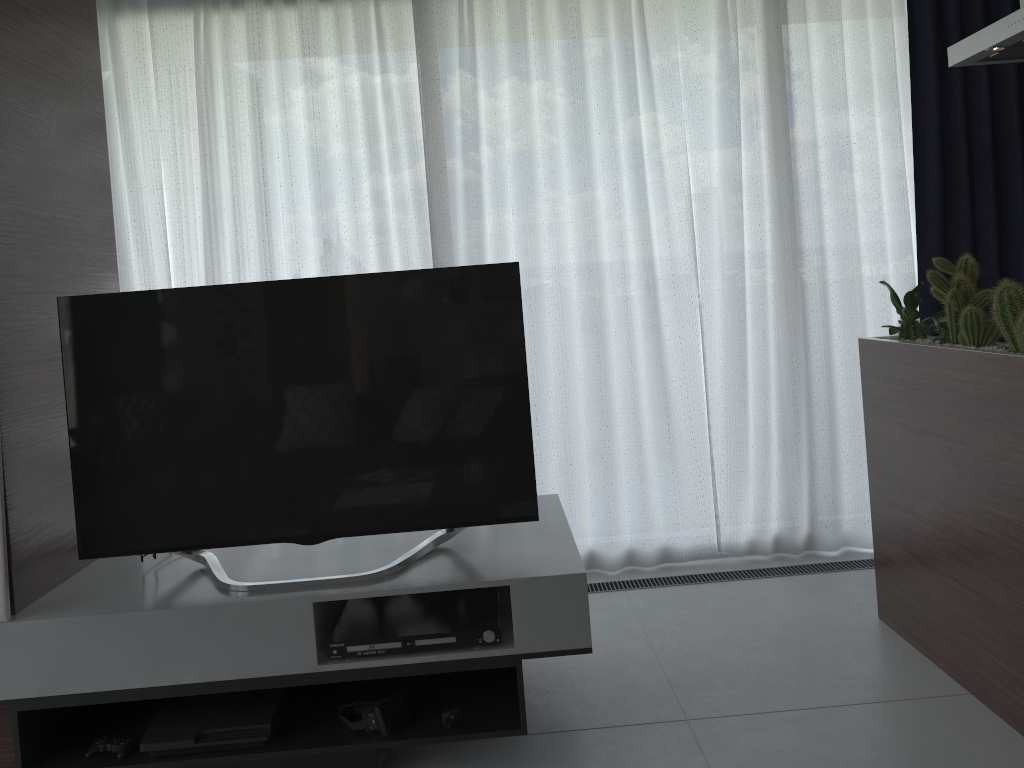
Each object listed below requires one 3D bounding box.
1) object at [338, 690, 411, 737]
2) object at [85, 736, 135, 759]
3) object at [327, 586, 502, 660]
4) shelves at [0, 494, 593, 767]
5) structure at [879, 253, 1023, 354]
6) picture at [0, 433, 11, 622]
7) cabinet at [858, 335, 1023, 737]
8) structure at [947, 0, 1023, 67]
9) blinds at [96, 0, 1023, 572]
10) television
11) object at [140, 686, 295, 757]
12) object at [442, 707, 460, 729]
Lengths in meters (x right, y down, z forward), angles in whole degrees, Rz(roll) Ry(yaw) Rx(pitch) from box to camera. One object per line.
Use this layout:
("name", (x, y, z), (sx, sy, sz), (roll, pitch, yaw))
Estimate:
("object", (-0.367, 0.837, 2.278), (0.183, 0.079, 0.117), (-2, 5, 28))
("object", (-1.010, 0.912, 2.227), (0.112, 0.036, 0.071), (-3, 5, 11))
("object", (-0.245, 0.629, 2.344), (0.430, 0.053, 0.337), (-5, 6, -2))
("shelves", (-0.980, 0.766, 2.590), (2.349, 0.498, 0.877), (-5, 5, -2))
("structure", (1.269, -0.232, 2.502), (0.222, 0.285, 1.005), (-4, 5, 1))
("picture", (-1.503, 0.247, 2.161), (0.500, 0.699, 0.053), (-5, 1, -2))
("cabinet", (1.569, -0.333, 1.378), (0.786, 2.543, 3.348), (-4, 4, -1))
("structure", (1.559, -1.321, 2.215), (0.446, 0.757, 1.048), (-4, 4, -1))
("blinds", (-0.295, -0.192, 0.331), (5.796, 2.764, 7.171), (-4, 5, 2))
("television", (-0.564, 0.109, 2.391), (1.230, 0.785, 0.298), (-5, 1, -2))
("object", (-0.759, 0.866, 2.320), (0.314, 0.067, 0.315), (-5, 6, -1))
("object", (-0.152, 0.842, 2.226), (0.044, 0.043, 0.044), (-5, 3, -1))
